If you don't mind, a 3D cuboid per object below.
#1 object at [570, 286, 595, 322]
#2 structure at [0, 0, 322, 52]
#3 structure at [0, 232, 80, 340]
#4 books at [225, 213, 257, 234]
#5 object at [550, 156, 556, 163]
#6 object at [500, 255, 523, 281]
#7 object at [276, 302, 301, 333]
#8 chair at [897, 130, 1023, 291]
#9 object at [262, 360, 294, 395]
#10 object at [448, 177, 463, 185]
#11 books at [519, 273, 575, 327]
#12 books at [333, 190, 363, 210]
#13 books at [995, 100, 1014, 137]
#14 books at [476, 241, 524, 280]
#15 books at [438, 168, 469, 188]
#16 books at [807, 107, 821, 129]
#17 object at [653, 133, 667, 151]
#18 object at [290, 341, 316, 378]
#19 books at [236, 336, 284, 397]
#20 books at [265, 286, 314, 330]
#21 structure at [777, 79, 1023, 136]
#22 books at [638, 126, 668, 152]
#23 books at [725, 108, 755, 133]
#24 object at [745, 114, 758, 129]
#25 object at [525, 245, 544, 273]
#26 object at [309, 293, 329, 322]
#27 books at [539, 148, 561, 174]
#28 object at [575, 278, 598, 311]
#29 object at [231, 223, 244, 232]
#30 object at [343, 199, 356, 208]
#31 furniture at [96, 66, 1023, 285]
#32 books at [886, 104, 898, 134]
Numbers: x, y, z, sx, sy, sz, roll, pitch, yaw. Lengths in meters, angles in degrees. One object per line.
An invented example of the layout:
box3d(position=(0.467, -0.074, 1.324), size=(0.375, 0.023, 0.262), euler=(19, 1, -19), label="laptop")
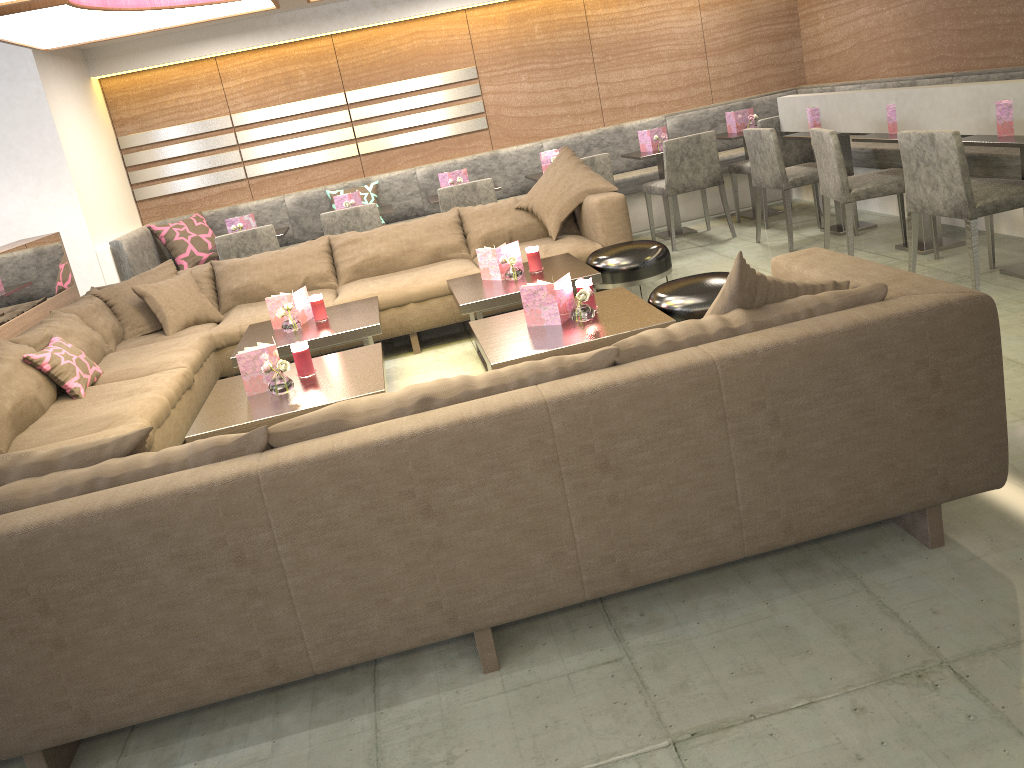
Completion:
box3d(position=(0.272, -0.313, 3.310), size=(0.095, 0.123, 0.198), euler=(-5, 18, 24), label="object")
box3d(position=(-0.956, -1.839, 3.182), size=(2.451, 0.607, 2.486), euler=(-13, 18, -6), label="structure")
box3d(position=(-2.366, 0.135, 3.483), size=(0.224, 0.988, 3.842), euler=(-13, 18, -6), label="structure")
box3d(position=(-1.924, -1.116, 6.302), size=(0.142, 0.161, 0.161), euler=(-8, 16, 13), label="books")
box3d(position=(0.332, -1.595, 6.410), size=(0.096, 0.123, 0.107), euler=(-13, 16, -6), label="object")
box3d(position=(0.000, -0.563, 4.235), size=(0.106, 0.127, 0.097), euler=(3, 21, 42), label="object")
box3d(position=(-1.038, -0.308, 4.095), size=(0.104, 0.129, 0.092), euler=(-25, 20, -40), label="object")
box3d(position=(2.090, -0.799, 3.965), size=(0.493, 0.748, 0.485), euler=(-14, 15, -9), label="chair")
box3d(position=(-0.826, -0.029, 3.118), size=(0.096, 0.127, 0.102), euler=(-18, 17, -22), label="object")
box3d(position=(-0.397, -1.418, 6.321), size=(0.102, 0.123, 0.096), euler=(5, 22, 46), label="object")
box3d(position=(0.139, -0.318, 3.362), size=(0.142, 0.161, 0.161), euler=(-3, 18, 28), label="books")
box3d(position=(-1.179, -1.296, 6.390), size=(0.142, 0.161, 0.161), euler=(-8, 16, 13), label="books")
box3d(position=(2.278, -1.201, 3.956), size=(0.160, 0.161, 0.144), euler=(-23, 19, -35), label="books")
box3d(position=(-0.059, -0.608, 4.368), size=(0.160, 0.161, 0.143), euler=(-25, 21, -39), label="books")
box3d(position=(-0.422, -1.480, 6.479), size=(0.160, 0.161, 0.143), euler=(-25, 21, -39), label="books")
box3d(position=(1.981, -1.690, 5.630), size=(0.157, 0.161, 0.146), euler=(-9, 16, 8), label="books")
box3d(position=(1.098, -1.778, 6.492), size=(0.106, 0.123, 0.095), euler=(-4, 17, 24), label="object")
box3d(position=(-0.777, -0.093, 3.281), size=(0.076, 0.126, 0.076), euler=(-21, 18, -32), label="object")
box3d(position=(-0.881, -0.072, 3.243), size=(0.143, 0.161, 0.262), euler=(5, 23, 45), label="books")
box3d(position=(-1.068, -0.364, 4.251), size=(0.142, 0.161, 0.161), euler=(-8, 16, 13), label="books")
box3d(position=(2.088, -1.516, 4.905), size=(0.095, 0.227, 2.533), euler=(-13, 18, -5), label="structure")
box3d(position=(1.064, -1.839, 6.653), size=(0.159, 0.161, 0.144), euler=(-19, 17, -25), label="books")
box3d(position=(1.741, -2.005, 6.740), size=(0.158, 0.161, 0.145), euler=(-15, 16, -11), label="books")
box3d(position=(1.779, -1.944, 6.576), size=(0.101, 0.123, 0.098), euler=(-23, 19, -34), label="object")
box3d(position=(0.107, -0.609, 4.306), size=(0.076, 0.126, 0.077), euler=(3, 21, 44), label="object")
box3d(position=(-0.918, -0.363, 4.192), size=(0.076, 0.126, 0.076), euler=(-21, 18, -32), label="object")
box3d(position=(0.300, -1.654, 6.563), size=(0.142, 0.161, 0.161), euler=(-8, 16, 13), label="books")
box3d(position=(0.282, -0.340, 3.378), size=(0.076, 0.126, 0.077), euler=(3, 21, 44), label="object")
box3d(position=(-1.889, -1.057, 6.145), size=(0.094, 0.123, 0.109), euler=(-1, 19, 35), label="object")
box3d(position=(-1.149, -1.238, 6.239), size=(0.091, 0.123, 0.113), euler=(-4, 17, 25), label="object")
box3d(position=(0.234, -0.924, 5.345), size=(5.657, 0.838, 4.333), euler=(-13, 18, -6), label="furniture")
box3d(position=(2.144, -1.452, 4.802), size=(0.160, 0.161, 0.143), euler=(-25, 21, -39), label="books")
